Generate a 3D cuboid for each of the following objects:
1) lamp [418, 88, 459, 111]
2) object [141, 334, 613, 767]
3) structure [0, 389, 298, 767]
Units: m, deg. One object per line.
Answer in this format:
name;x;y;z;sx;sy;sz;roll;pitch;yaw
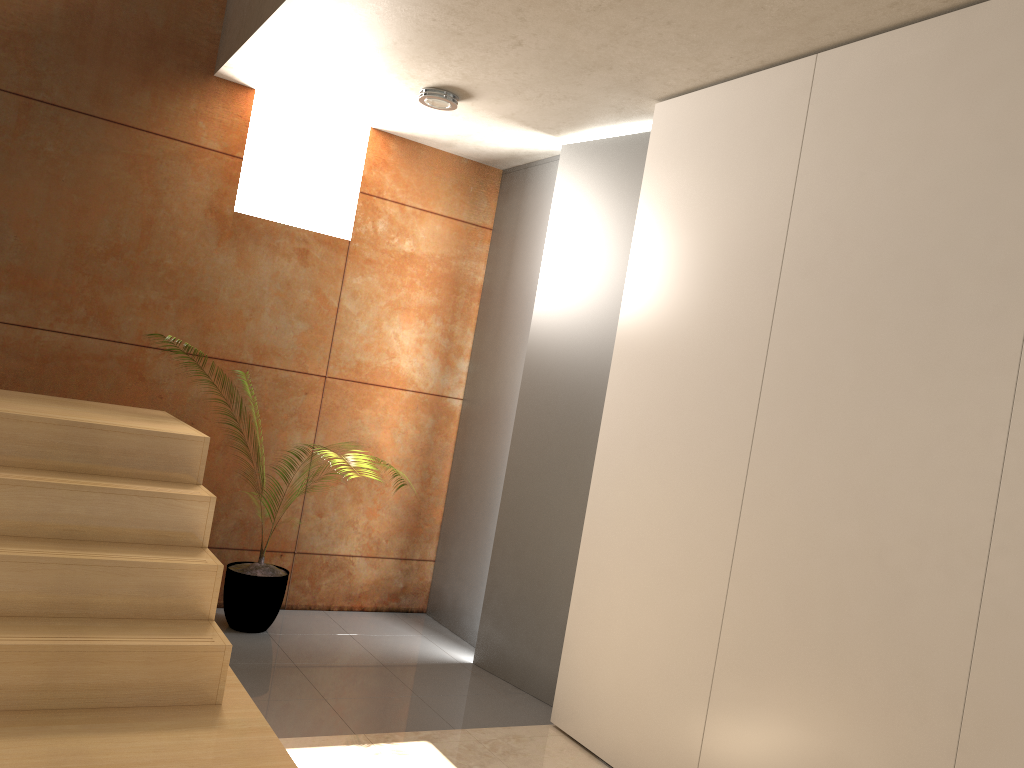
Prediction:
lamp;-0.323;-1.256;3.908;0.173;0.044;0.173;10;-1;-26
object;-0.187;0.711;1.710;4.200;1.455;6.200;10;-1;-31
structure;-1.831;0.448;2.696;1.950;1.110;2.400;10;-1;-31
